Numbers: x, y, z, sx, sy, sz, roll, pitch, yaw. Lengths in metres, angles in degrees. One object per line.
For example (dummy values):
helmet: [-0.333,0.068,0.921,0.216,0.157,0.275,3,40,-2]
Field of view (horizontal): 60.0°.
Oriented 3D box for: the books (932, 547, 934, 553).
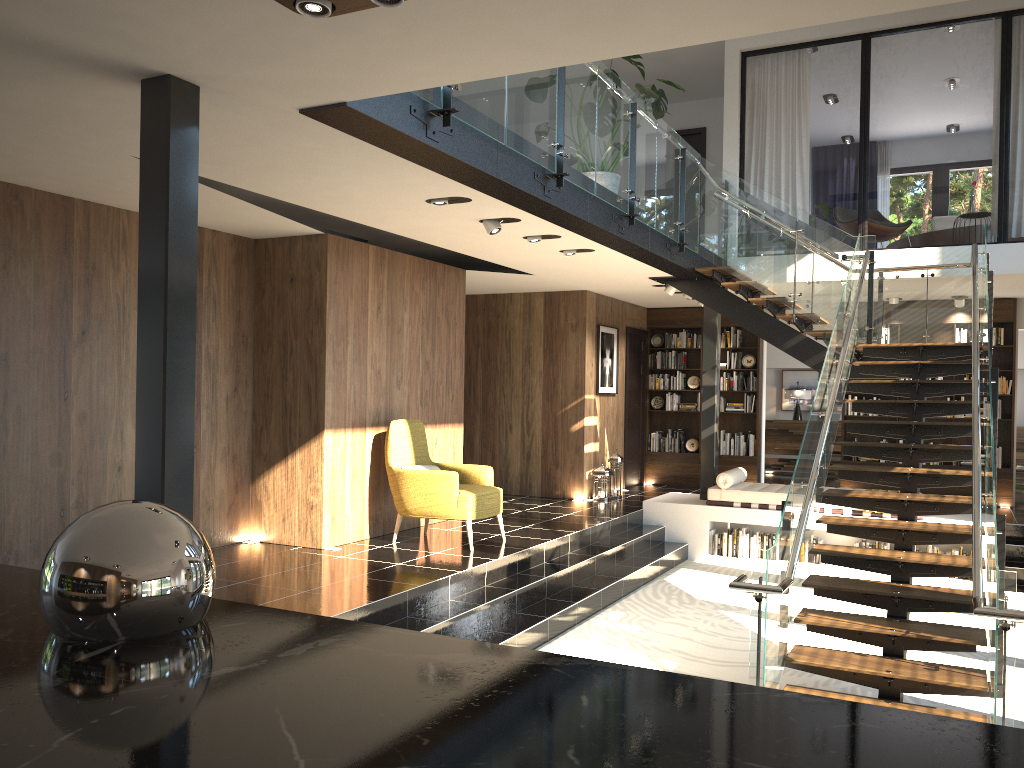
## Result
books: [4.439,1.867,9.354,0.023,0.283,0.175,1,0,27]

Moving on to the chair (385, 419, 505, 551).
chair: [-0.619,0.884,8.098,1.030,1.097,0.807,1,0,26]

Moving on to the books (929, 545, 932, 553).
books: [4.412,1.841,9.357,0.028,0.334,0.205,1,0,27]

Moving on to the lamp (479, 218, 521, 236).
lamp: [-0.092,-1.275,6.864,0.346,0.247,0.195,1,0,27]

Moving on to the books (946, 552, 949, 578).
books: [4.554,1.887,9.272,0.024,0.246,0.212,1,0,27]

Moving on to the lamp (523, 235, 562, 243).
lamp: [0.257,-1.297,7.556,0.346,0.177,0.195,1,0,27]

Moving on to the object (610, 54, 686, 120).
object: [0.880,-2.323,8.284,1.464,1.554,1.260,1,0,15]

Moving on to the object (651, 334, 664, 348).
object: [2.227,-0.655,13.578,0.212,0.222,0.082,1,0,27]

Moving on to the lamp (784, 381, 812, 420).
lamp: [5.144,0.307,15.956,0.470,0.725,0.470,1,0,19]

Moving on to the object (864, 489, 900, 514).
object: [4.181,1.461,9.935,0.466,0.510,1.166,1,0,27]

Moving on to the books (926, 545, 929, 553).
books: [4.402,1.866,9.399,0.026,0.284,0.177,1,0,27]

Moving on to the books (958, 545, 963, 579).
books: [4.675,1.847,9.242,0.042,0.328,0.205,1,0,27]

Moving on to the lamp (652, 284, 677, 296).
lamp: [1.865,-1.196,10.746,0.346,0.262,0.195,1,0,27]

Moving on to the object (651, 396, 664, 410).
object: [2.234,0.292,13.597,0.212,0.222,0.082,1,0,27]

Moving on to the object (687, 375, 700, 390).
object: [2.737,-0.018,13.345,0.212,0.222,0.082,1,0,27]

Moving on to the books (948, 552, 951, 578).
books: [4.576,1.886,9.267,0.021,0.248,0.198,1,0,27]

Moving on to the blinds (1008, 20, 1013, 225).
blinds: [5.478,-2.906,9.403,0.669,2.699,0.134,1,0,27]

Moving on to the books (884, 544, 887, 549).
books: [4.026,1.868,9.564,0.027,0.270,0.188,1,0,27]

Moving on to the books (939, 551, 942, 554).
books: [4.491,1.884,9.303,0.025,0.249,0.208,1,0,27]

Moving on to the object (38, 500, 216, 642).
object: [-0.535,0.277,1.242,0.227,0.228,0.227,1,0,-13]

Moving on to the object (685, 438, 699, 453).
object: [2.711,0.928,13.331,0.212,0.222,0.082,1,0,27]

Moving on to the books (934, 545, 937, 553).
books: [4.460,1.857,9.347,0.021,0.302,0.167,1,0,27]

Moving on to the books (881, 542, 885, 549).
books: [3.993,1.859,9.557,0.026,0.287,0.204,1,0,27]

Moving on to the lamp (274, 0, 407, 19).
lamp: [-0.581,-1.365,2.931,0.501,0.194,0.349,1,0,27]

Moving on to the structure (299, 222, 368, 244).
structure: [-3.974,-0.135,7.243,1.964,3.018,6.663,1,0,27]

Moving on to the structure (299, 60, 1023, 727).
structure: [1.894,-0.017,6.839,3.447,4.868,7.280,1,0,26]

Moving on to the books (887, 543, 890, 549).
books: [4.061,1.841,9.569,0.029,0.326,0.153,1,0,27]

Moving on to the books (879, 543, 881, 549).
books: [3.998,1.868,9.625,0.026,0.270,0.128,1,0,27]

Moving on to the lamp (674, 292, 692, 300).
lamp: [2.213,-1.200,11.437,0.346,0.231,0.195,1,0,27]

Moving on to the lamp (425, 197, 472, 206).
lamp: [-0.440,-1.332,6.170,0.346,0.158,0.195,1,0,27]

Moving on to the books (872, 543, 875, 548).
books: [3.925,1.868,9.620,0.029,0.268,0.146,1,0,27]

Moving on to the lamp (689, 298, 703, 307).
lamp: [2.562,-1.171,12.130,0.346,0.262,0.195,1,0,27]

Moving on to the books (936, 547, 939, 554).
books: [4.479,1.866,9.335,0.025,0.285,0.164,1,0,27]

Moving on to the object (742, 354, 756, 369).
object: [3.462,-0.325,12.961,0.212,0.222,0.082,1,0,27]

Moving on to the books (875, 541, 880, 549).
books: [3.956,1.850,9.608,0.035,0.305,0.151,1,0,27]

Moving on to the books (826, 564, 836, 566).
books: [3.619,1.987,9.791,0.257,0.024,0.167,1,-1,27]

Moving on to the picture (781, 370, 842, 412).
picture: [6.551,0.138,15.532,3.543,0.748,0.035,1,0,27]

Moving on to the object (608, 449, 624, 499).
object: [1.366,1.179,11.675,0.182,0.643,0.182,1,0,27]

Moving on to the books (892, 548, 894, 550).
books: [4.104,1.889,9.536,0.028,0.231,0.158,1,0,27]

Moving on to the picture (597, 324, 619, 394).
picture: [1.303,-0.324,12.019,0.028,0.911,0.748,1,0,27]

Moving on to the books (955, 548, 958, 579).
books: [4.637,1.868,9.245,0.028,0.285,0.210,1,0,27]

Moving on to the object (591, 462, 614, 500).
object: [1.173,1.254,11.514,0.262,0.483,0.262,1,0,27]

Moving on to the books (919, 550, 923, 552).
books: [4.329,1.892,9.398,0.032,0.229,0.228,1,0,27]

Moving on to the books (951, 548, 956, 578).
books: [4.616,1.868,9.277,0.039,0.284,0.199,1,0,27]

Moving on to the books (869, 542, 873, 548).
books: [3.896,1.867,9.625,0.029,0.268,0.173,1,0,27]

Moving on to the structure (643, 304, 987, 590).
structure: [3.528,0.449,10.256,3.781,3.245,1.149,1,0,27]

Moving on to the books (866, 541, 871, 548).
books: [3.881,1.860,9.662,0.030,0.284,0.176,1,0,27]

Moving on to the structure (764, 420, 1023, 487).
structure: [6.078,1.149,15.552,6.275,0.982,0.886,1,0,27]

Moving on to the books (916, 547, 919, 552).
books: [4.315,1.879,9.439,0.030,0.256,0.160,1,0,27]

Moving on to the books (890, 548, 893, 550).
books: [4.088,1.891,9.564,0.026,0.226,0.132,1,0,27]

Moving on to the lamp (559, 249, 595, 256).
lamp: [0.606,-1.285,8.249,0.346,0.177,0.195,1,0,27]
